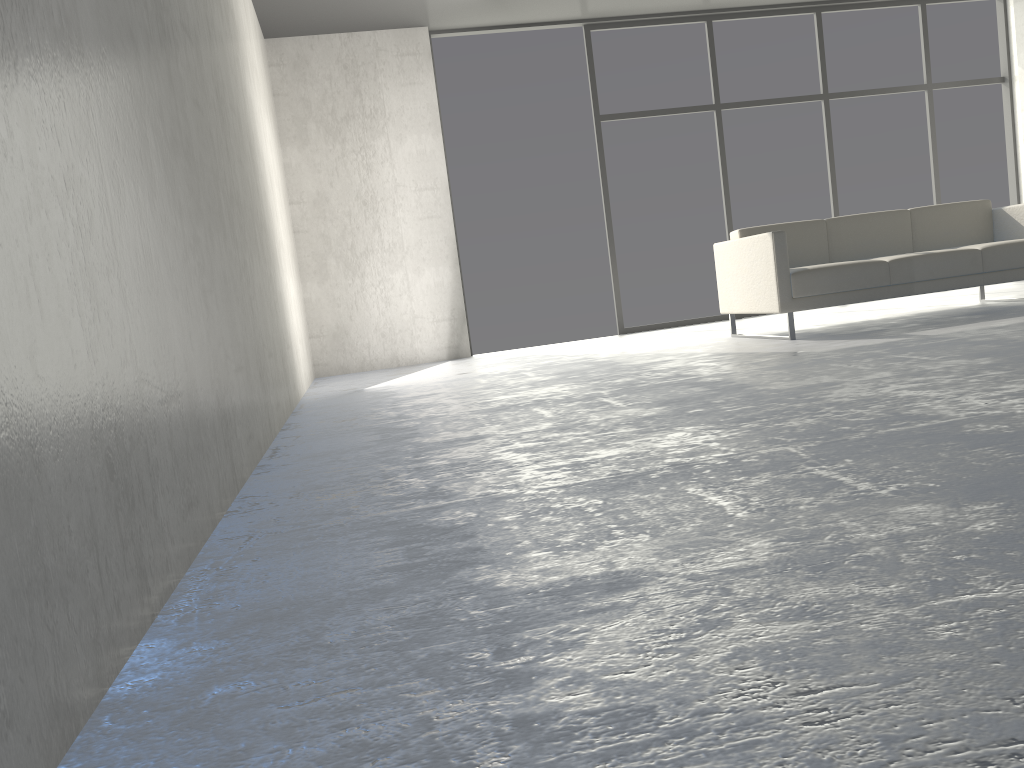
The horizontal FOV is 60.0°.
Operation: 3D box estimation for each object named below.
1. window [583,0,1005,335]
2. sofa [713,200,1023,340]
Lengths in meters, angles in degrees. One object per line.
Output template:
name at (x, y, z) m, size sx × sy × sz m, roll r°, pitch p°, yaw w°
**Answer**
window at (2.711, -1.907, 7.474) m, size 4.080 × 2.477 × 0.037 m, roll -8°, pitch 6°, yaw -9°
sofa at (2.268, -0.714, 5.282) m, size 1.881 × 0.658 × 0.821 m, roll -8°, pitch 6°, yaw -9°
